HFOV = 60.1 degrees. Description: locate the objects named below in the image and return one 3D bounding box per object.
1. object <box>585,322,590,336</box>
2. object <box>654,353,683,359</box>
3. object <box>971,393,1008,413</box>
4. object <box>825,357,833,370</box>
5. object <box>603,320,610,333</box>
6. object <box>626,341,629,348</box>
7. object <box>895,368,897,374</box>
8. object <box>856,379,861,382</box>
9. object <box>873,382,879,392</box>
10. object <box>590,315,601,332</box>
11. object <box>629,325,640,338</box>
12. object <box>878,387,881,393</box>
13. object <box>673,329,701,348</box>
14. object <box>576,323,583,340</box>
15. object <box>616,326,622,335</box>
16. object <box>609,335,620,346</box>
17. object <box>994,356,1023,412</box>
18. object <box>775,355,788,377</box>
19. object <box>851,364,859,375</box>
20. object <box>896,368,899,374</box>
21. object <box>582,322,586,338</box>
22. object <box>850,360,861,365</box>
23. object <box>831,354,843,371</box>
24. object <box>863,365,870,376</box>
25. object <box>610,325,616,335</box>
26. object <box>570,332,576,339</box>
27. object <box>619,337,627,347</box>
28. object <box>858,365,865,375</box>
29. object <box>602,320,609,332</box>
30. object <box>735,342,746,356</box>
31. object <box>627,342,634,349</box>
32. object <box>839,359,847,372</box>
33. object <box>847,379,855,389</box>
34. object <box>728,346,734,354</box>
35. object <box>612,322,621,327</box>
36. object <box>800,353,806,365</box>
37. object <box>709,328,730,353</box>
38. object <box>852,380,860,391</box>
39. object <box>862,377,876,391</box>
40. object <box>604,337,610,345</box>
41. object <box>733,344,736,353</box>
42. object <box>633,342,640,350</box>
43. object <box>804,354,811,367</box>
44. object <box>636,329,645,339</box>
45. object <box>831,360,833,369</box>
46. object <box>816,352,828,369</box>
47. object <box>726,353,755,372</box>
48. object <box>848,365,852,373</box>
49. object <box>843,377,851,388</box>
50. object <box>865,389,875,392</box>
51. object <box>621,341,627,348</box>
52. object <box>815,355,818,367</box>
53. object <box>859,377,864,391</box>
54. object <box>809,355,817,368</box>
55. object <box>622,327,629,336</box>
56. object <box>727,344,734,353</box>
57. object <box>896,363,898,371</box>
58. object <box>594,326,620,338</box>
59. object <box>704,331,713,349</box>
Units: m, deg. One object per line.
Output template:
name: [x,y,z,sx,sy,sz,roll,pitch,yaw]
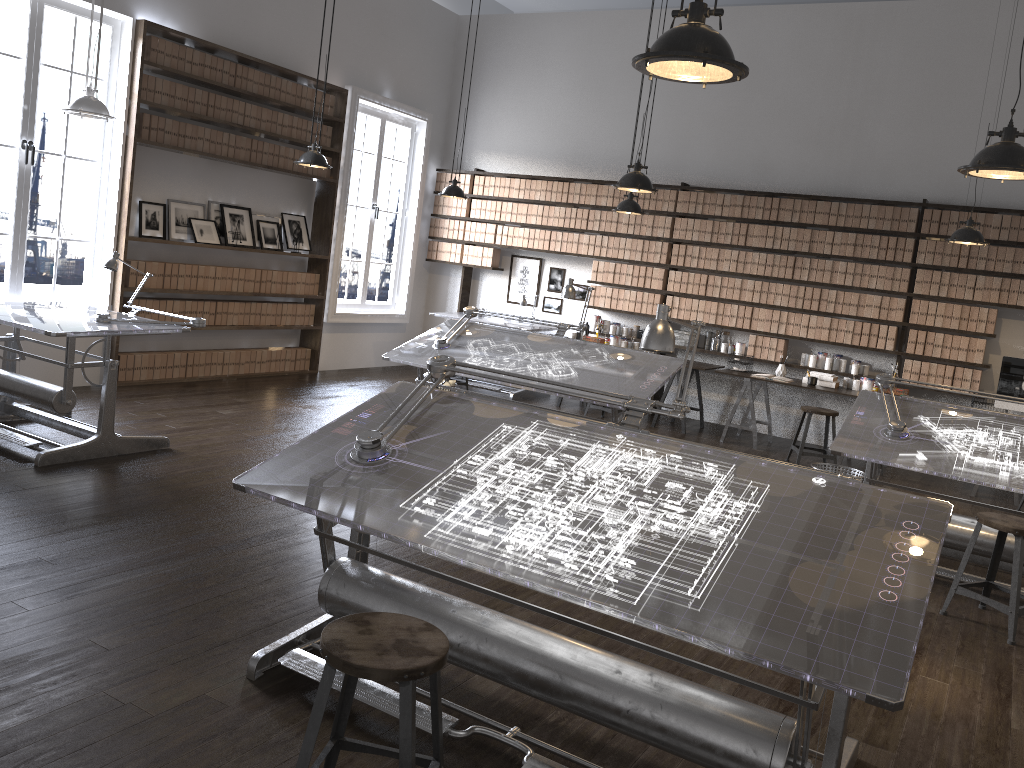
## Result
object: [0.806,-0.561,9.651,0.069,0.228,0.068,10,6,27]
object: [1.469,-0.270,8.903,0.447,0.033,0.312,12,9,29]
object: [4.153,0.176,7.698,0.285,0.160,0.204,10,7,22]
object: [3.037,-0.191,8.496,0.062,0.119,0.062,7,6,-2]
object: [1.042,-0.634,9.757,0.070,0.130,0.070,5,6,-22]
object: [1.214,-0.409,9.412,0.045,0.100,0.044,10,6,29]
object: [3.459,-0.056,8.011,0.021,0.179,0.005,3,7,-41]
object: [3.218,0.008,8.252,0.045,0.100,0.044,10,6,30]
object: [3.312,0.042,8.065,0.050,0.111,0.049,11,7,33]
object: [0.919,-0.665,9.743,0.107,0.176,0.108,11,7,31]
object: [1.331,-0.549,9.570,0.107,0.161,0.237,7,7,-5]
object: [3.365,0.054,8.109,0.060,0.088,0.059,11,7,34]
object: [1.807,-0.479,9.303,0.318,0.152,0.193,11,8,29]
object: [0.727,-0.552,9.516,0.069,0.228,0.068,10,6,27]
object: [1.163,-0.576,9.621,0.063,0.093,0.063,9,6,15]
object: [1.084,-0.442,9.400,0.105,0.141,0.104,10,7,22]
object: [4.452,0.069,7.453,0.646,0.515,0.204,11,7,30]
object: [2.627,-0.171,8.619,0.101,0.208,0.102,6,6,-15]
object: [3.242,-0.137,8.367,0.062,0.095,0.062,4,7,-28]
object: [3.463,-0.060,8.017,0.008,0.185,0.072,6,6,-18]
object: [0.764,-0.560,9.577,0.069,0.236,0.068,10,6,27]
object: [3.302,-0.164,8.519,0.094,0.129,0.095,9,6,17]
object: [3.129,-0.205,8.559,0.094,0.161,0.205,11,8,31]
object: [3.364,-0.130,8.429,0.062,0.095,0.062,4,7,-28]
object: [1.097,-0.587,9.642,0.062,0.094,0.062,9,6,15]
object: [0.654,-0.503,9.544,0.068,0.104,0.068,11,7,34]
object: [1.178,-0.434,9.469,0.095,0.127,0.094,11,7,33]
object: [3.304,-0.132,8.393,0.062,0.094,0.063,4,7,-28]
object: [1.028,-0.646,9.835,0.071,0.128,0.071,6,6,-13]
object: [2.311,-0.353,8.977,0.095,0.127,0.094,12,8,36]
object: [1.252,-0.398,9.369,0.062,0.093,0.063,6,6,-11]
object: [3.172,-0.174,8.497,0.062,0.119,0.062,7,6,-2]
object: [3.162,0.000,8.263,0.063,0.093,0.063,5,6,-19]
object: [2.268,-0.351,9.048,0.062,0.093,0.181,13,9,43]
object: [1.143,-0.609,9.744,0.094,0.127,0.095,4,7,-30]
object: [2.870,-0.240,8.694,0.062,0.119,0.062,5,6,-19]
object: [2.141,-0.471,9.120,0.181,0.270,0.157,9,6,14]
object: [3.187,0.012,8.198,0.062,0.094,0.062,6,6,-10]
object: [3.276,0.014,8.130,0.105,0.141,0.104,12,8,37]
object: [1.006,-0.438,9.400,0.050,0.111,0.049,10,6,26]
object: [2.275,-0.353,9.038,0.045,0.100,0.044,11,6,32]
object: [1.316,-0.392,9.388,0.062,0.094,0.062,6,6,-11]
object: [2.886,-0.229,8.630,0.063,0.117,0.063,5,6,-19]
object: [1.410,-0.534,9.489,0.171,0.108,0.091,11,7,29]
object: [3.076,-0.184,8.574,0.054,0.101,0.054,2,8,-43]
object: [3.013,-0.227,8.613,0.095,0.161,0.094,10,6,26]
object: [2.245,-0.207,8.697,0.204,0.160,0.284,11,8,29]
object: [3.243,-0.138,8.455,0.054,0.081,0.054,9,6,20]
object: [3.146,-0.011,8.328,0.062,0.094,0.062,5,6,-19]
object: [3.248,0.084,7.929,0.197,0.050,0.133,7,8,0]
object: [1.182,-0.405,9.358,0.062,0.094,0.062,5,6,-20]
object: [2.942,-0.221,8.618,0.045,0.127,0.044,10,6,30]
object: [3.288,0.005,8.247,0.095,0.127,0.094,10,7,26]
object: [2.911,-0.217,8.565,0.062,0.119,0.062,6,6,-10]
object: [1.229,-0.566,9.609,0.062,0.094,0.062,9,6,15]
object: [2.240,-0.363,9.083,0.062,0.093,0.063,6,6,-8]
object: [3.475,-0.081,8.030,0.020,0.227,0.007,4,6,-29]
object: [1.034,-0.564,9.577,0.344,0.145,0.077,1,8,-38]
object: [2.052,-0.454,9.262,0.079,0.187,0.079,8,6,9]
